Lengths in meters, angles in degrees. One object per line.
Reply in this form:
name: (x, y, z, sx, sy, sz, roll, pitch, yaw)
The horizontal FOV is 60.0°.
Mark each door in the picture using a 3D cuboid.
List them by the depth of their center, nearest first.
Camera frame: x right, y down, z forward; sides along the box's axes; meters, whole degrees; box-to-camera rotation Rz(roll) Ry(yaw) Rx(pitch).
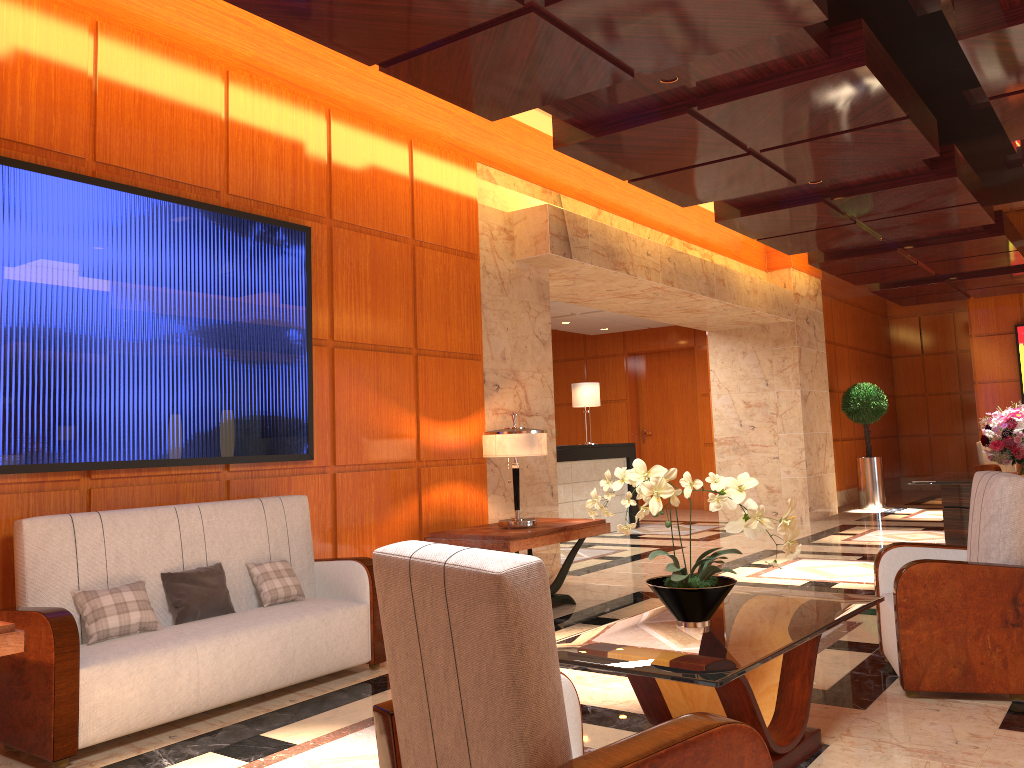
door: (2.647, 0.764, 14.951, 1.283, 2.708, 0.340, -6, -7, 36)

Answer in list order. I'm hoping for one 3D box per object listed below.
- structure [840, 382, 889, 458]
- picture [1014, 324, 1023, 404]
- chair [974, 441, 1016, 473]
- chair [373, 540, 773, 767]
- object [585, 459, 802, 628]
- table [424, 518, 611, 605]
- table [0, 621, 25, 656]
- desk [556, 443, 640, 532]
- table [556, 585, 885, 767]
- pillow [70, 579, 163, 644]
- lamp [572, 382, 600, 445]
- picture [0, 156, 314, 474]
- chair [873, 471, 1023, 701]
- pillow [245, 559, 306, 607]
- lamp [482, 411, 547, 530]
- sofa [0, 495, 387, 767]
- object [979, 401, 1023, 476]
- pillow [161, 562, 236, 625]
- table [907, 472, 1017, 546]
structure: (5.555, 0.813, 13.873, 0.721, 1.720, 0.719, -4, -6, 14)
picture: (9.235, -0.190, 14.132, 1.992, 1.744, 0.056, -6, -7, 36)
chair: (7.902, 1.383, 14.177, 0.738, 0.965, 0.626, -2, -6, -5)
chair: (0.095, 0.827, 1.985, 0.628, 0.965, 0.735, 2, -7, -35)
object: (0.663, 0.581, 3.292, 0.788, 0.620, 0.416, -3, -6, 13)
table: (0.077, 1.310, 6.263, 0.724, 0.609, 1.268, -6, -6, 36)
table: (-2.404, 1.166, 2.858, 0.724, 0.609, 1.268, -6, -6, 36)
desk: (0.470, 1.355, 11.149, 0.939, 1.146, 2.921, -6, -6, 36)
table: (0.799, 1.137, 3.294, 0.721, 0.498, 1.557, -6, -6, 39)
pillow: (-1.761, 1.014, 3.954, 0.194, 0.228, 0.343, -7, -6, 41)
lamp: (1.006, 0.402, 11.918, 0.372, 0.823, 0.371, 1, -7, -29)
picture: (-1.842, -0.292, 4.693, 0.056, 1.458, 1.993, -7, -6, 36)
chair: (2.089, 0.908, 4.217, 0.628, 0.965, 0.735, -4, -6, 15)
pillow: (-1.237, 1.049, 4.661, 0.202, 0.230, 0.273, -6, -6, 38)
lamp: (0.027, 0.595, 6.190, 0.458, 0.813, 0.457, 4, -8, -45)
sofa: (-1.460, 1.056, 4.294, 0.611, 0.936, 1.796, -6, -6, 36)
object: (4.460, 0.472, 7.744, 0.649, 0.661, 0.678, -5, -6, 27)
pillow: (-1.529, 1.022, 4.322, 0.160, 0.254, 0.357, -6, -6, 32)
table: (4.495, 1.174, 7.684, 1.597, 0.748, 1.597, -5, -5, 36)
